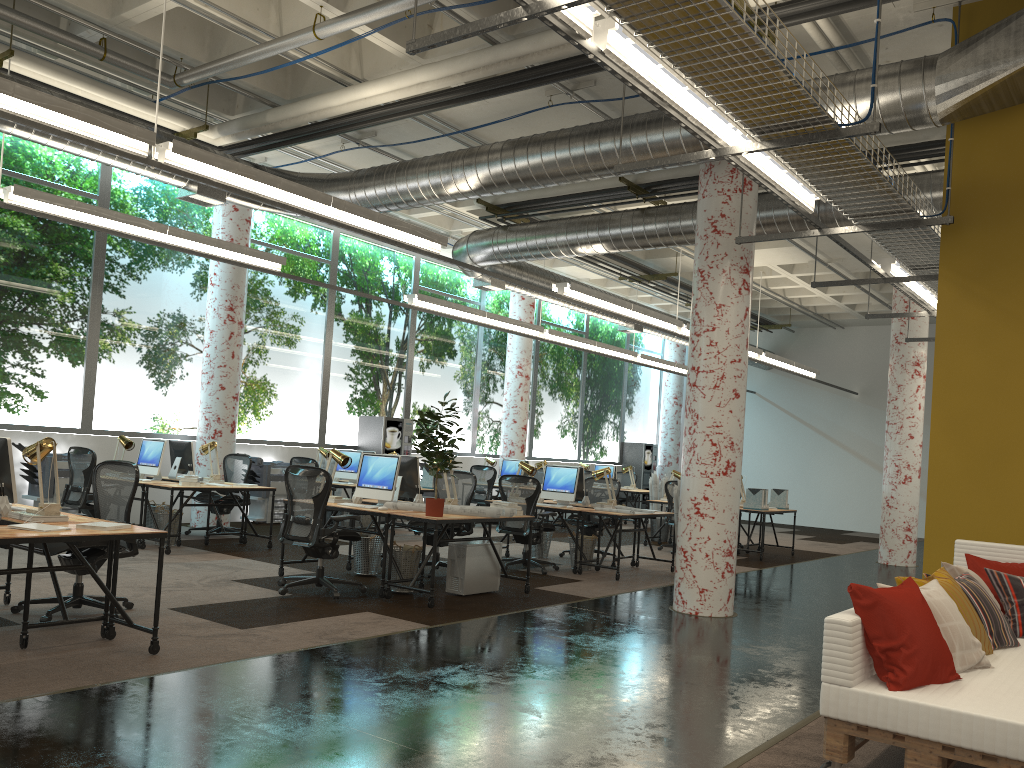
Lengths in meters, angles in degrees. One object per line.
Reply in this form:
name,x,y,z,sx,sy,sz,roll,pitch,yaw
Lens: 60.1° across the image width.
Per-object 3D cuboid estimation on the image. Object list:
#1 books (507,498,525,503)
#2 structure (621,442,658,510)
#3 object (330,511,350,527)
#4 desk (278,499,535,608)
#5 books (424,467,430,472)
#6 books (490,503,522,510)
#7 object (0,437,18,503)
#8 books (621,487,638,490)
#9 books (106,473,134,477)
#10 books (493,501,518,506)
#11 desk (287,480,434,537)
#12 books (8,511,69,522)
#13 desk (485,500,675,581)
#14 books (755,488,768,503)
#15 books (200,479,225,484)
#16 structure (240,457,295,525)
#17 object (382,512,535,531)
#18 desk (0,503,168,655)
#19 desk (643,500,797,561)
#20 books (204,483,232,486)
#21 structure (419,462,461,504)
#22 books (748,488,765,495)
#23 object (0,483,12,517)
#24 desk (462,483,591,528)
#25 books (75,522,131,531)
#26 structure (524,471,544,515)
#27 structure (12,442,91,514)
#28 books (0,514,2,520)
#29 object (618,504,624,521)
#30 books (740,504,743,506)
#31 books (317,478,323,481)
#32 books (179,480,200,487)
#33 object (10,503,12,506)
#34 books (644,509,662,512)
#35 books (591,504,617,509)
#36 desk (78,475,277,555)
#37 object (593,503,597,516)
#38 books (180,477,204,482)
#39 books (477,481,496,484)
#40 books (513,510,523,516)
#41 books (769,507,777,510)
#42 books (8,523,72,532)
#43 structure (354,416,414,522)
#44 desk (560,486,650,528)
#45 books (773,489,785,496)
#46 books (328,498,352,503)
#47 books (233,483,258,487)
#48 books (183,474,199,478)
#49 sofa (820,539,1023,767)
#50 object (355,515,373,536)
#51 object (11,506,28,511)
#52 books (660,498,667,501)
books,0.099,1.445,11.002,0.308,0.038,0.226,0,-6,37
structure,3.313,2.452,23.104,0.637,1.808,0.752,2,-2,37
object,-2.604,2.007,13.665,0.353,0.434,0.369,5,-3,-17
desk,-0.994,1.522,8.297,1.939,0.723,1.405,1,-5,37
books,-1.194,1.386,13.067,0.233,0.310,0.068,2,-2,37
books,-0.058,1.148,8.287,0.193,0.044,0.257,7,-5,-35
object,-3.362,0.578,5.708,0.483,0.484,0.190,2,-3,37
books,2.521,2.236,19.013,0.308,0.038,0.226,0,-6,37
books,-4.734,1.105,10.720,0.308,0.038,0.226,0,-6,37
books,-0.065,1.115,8.276,0.185,0.030,0.153,1,-5,35
desk,-2.143,1.843,13.059,1.939,0.723,1.405,1,-5,37
books,-2.897,0.809,5.417,0.308,0.038,0.226,0,-6,37
desk,0.823,1.863,10.842,1.939,0.723,1.405,1,-5,37
books,3.712,1.726,13.283,0.233,0.310,0.068,2,-2,37
books,-3.668,1.176,10.729,0.308,0.038,0.226,0,-6,37
structure,-3.750,1.622,13.677,0.503,1.056,1.061,2,-3,37
object,-0.851,2.219,14.886,3.420,0.436,0.366,8,-5,-43
desk,-3.238,1.156,5.248,1.939,0.723,1.405,1,-5,37
desk,3.279,2.271,13.966,1.939,0.723,1.405,1,-5,37
books,-3.403,1.167,10.248,0.243,0.019,0.206,3,-5,14
structure,-1.368,2.030,16.865,0.503,1.056,1.061,2,-3,37
books,3.624,1.711,13.165,0.233,0.310,0.068,2,-2,37
object,-3.136,0.712,5.453,0.101,0.209,0.101,4,-2,-8
desk,0.238,2.251,16.246,1.939,0.723,1.405,1,-5,37
books,-2.391,0.832,5.186,0.200,0.024,0.236,3,-5,10
structure,0.572,2.362,19.462,0.503,1.056,1.061,2,-3,37
structure,-5.683,1.291,11.086,0.503,1.056,1.061,2,-3,37
books,-2.811,0.698,4.597,0.193,0.044,0.258,4,-4,-6
object,2.186,2.706,18.541,0.358,0.434,0.354,2,-3,33
books,3.621,1.924,14.135,0.308,0.038,0.226,0,-6,37
books,-2.867,1.425,13.219,0.308,0.038,0.226,0,-6,37
books,-3.601,1.110,9.886,0.201,0.050,0.272,6,-5,-26
object,-3.481,0.826,6.067,0.059,0.029,0.106,1,-5,38
books,1.688,1.549,10.842,0.243,0.019,0.205,5,-5,-16
books,1.164,1.516,11.011,0.308,0.038,0.226,0,-6,37
desk,-4.010,1.523,10.560,1.939,0.723,1.405,1,-5,37
object,1.720,2.747,19.449,0.358,0.434,0.354,2,-3,33
books,-3.583,1.065,9.910,0.193,0.044,0.258,4,-4,-6
books,-0.486,1.833,16.407,0.308,0.038,0.226,0,-6,37
books,-0.062,1.193,8.259,0.271,0.050,0.201,1,-5,34
books,3.995,1.925,13.728,0.200,0.024,0.236,3,-5,10
books,-2.631,0.800,4.935,0.243,0.019,0.206,3,-5,14
structure,-2.264,1.497,15.639,0.637,1.808,0.752,2,-2,37
desk,2.179,2.583,18.844,1.939,0.723,1.405,1,-5,37
books,4.228,1.814,13.974,0.233,0.310,0.068,2,-2,37
books,-1.718,1.104,8.457,0.308,0.038,0.226,0,-6,37
books,-3.163,1.200,10.499,0.200,0.024,0.236,3,-5,10
books,-3.595,1.033,9.905,0.153,0.030,0.185,6,-5,-25
sofa,2.943,1.370,4.241,2.016,0.929,2.864,1,-5,37
object,-2.136,1.966,12.756,0.358,0.434,0.354,2,-3,33
object,-3.223,0.833,5.864,0.438,0.017,0.119,0,-6,37
books,2.555,1.853,14.126,0.308,0.038,0.226,0,-6,37
